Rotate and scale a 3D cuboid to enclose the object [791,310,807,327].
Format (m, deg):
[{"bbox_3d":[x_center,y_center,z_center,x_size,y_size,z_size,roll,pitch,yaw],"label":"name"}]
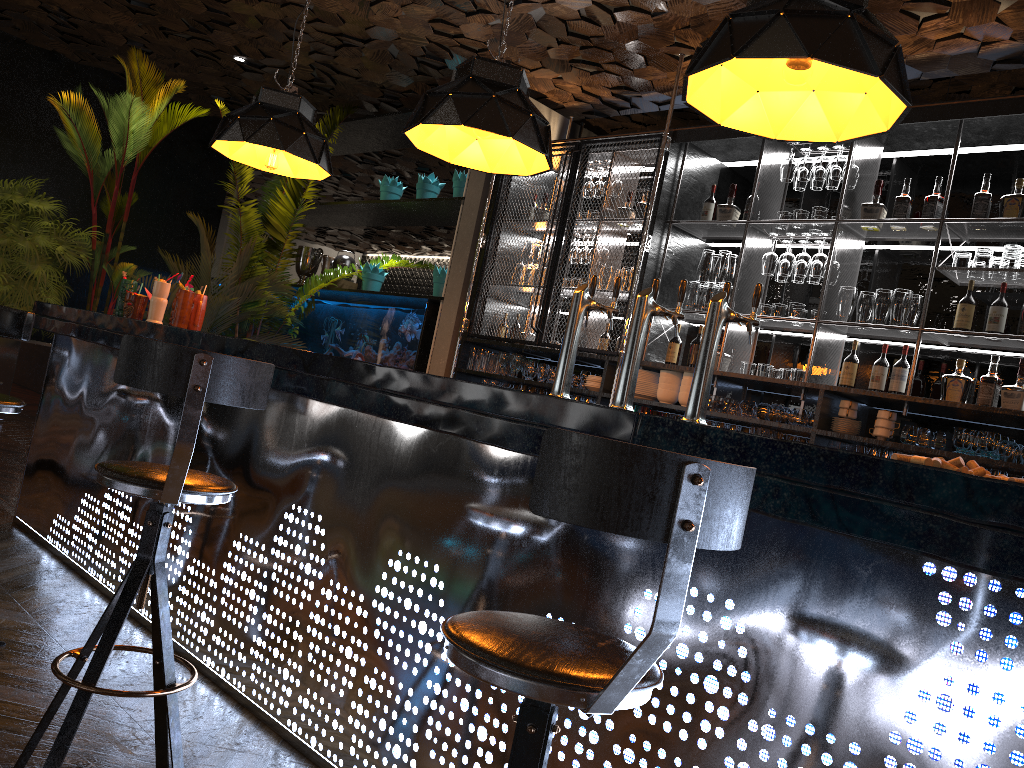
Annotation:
[{"bbox_3d":[1.695,-0.393,5.252,0.089,0.092,0.089,12,-2,-13],"label":"object"}]

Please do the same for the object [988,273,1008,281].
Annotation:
[{"bbox_3d":[2.490,-0.580,4.532,0.089,0.092,0.089,12,-2,-19],"label":"object"}]

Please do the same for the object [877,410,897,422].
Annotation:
[{"bbox_3d":[1.930,0.174,4.575,0.094,0.068,0.106,10,-2,45],"label":"object"}]

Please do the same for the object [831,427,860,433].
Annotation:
[{"bbox_3d":[1.779,0.253,4.738,0.149,0.023,0.149,11,-2,14],"label":"object"}]

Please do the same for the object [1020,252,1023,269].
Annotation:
[{"bbox_3d":[2.590,-0.610,4.476,0.089,0.092,0.089,12,-2,-19],"label":"object"}]

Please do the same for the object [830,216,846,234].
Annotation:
[{"bbox_3d":[1.916,-0.930,5.211,0.089,0.092,0.089,11,-2,14],"label":"object"}]

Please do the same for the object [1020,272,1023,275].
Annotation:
[{"bbox_3d":[2.585,-0.585,4.475,0.089,0.092,0.089,12,-2,-19],"label":"object"}]

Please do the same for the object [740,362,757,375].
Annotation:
[{"bbox_3d":[1.402,-0.079,5.278,0.089,0.092,0.089,11,-2,17],"label":"object"}]

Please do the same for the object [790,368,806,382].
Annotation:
[{"bbox_3d":[1.634,-0.037,5.070,0.089,0.092,0.089,13,-2,-34],"label":"object"}]

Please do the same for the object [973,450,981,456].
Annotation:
[{"bbox_3d":[2.333,0.316,4.436,0.100,0.125,0.100,13,-2,-31],"label":"object"}]

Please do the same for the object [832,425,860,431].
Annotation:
[{"bbox_3d":[1.781,0.242,4.738,0.149,0.023,0.149,11,-2,30],"label":"object"}]

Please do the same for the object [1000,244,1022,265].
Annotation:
[{"bbox_3d":[2.475,-0.636,4.390,0.089,0.092,0.089,10,-2,41],"label":"object"}]

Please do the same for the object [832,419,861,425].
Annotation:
[{"bbox_3d":[1.787,0.210,4.739,0.149,0.025,0.149,11,-2,8],"label":"object"}]

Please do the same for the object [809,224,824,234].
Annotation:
[{"bbox_3d":[1.822,-0.947,5.292,0.089,0.092,0.089,13,-2,-34],"label":"object"}]

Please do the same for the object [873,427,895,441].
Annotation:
[{"bbox_3d":[1.920,0.264,4.573,0.106,0.067,0.094,11,-2,34],"label":"object"}]

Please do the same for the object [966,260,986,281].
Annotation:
[{"bbox_3d":[2.423,-0.591,4.619,0.089,0.092,0.089,11,-2,17],"label":"object"}]

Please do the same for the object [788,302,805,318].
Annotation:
[{"bbox_3d":[1.626,-0.412,5.078,0.089,0.092,0.089,11,-2,30],"label":"object"}]

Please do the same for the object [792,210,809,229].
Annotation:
[{"bbox_3d":[1.703,-0.973,5.241,0.089,0.092,0.089,11,-2,14],"label":"object"}]

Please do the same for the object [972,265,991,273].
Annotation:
[{"bbox_3d":[2.359,-0.609,4.444,0.089,0.092,0.089,11,-2,17],"label":"object"}]

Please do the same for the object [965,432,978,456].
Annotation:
[{"bbox_3d":[2.252,0.298,4.351,0.100,0.125,0.100,12,-1,3],"label":"object"}]

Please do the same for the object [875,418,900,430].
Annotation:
[{"bbox_3d":[1.930,0.220,4.579,0.106,0.069,0.094,12,-1,-3],"label":"object"}]

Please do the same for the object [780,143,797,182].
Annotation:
[{"bbox_3d":[1.655,-1.329,5.275,0.092,0.244,0.092,12,-2,6],"label":"object"}]

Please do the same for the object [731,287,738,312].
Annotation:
[{"bbox_3d":[1.381,-0.508,5.615,0.105,0.209,0.105,12,-1,0],"label":"object"}]

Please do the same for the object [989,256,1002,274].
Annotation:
[{"bbox_3d":[2.494,-0.600,4.533,0.089,0.092,0.089,12,-2,-19],"label":"object"}]

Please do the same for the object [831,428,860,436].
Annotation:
[{"bbox_3d":[1.777,0.263,4.738,0.149,0.022,0.149,11,-2,14],"label":"object"}]

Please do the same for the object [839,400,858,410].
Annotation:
[{"bbox_3d":[1.798,0.123,4.746,0.106,0.069,0.094,13,-2,-39],"label":"object"}]

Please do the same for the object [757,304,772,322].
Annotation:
[{"bbox_3d":[1.520,-0.427,5.336,0.089,0.092,0.089,11,-2,24],"label":"object"}]

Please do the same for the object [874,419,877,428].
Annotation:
[{"bbox_3d":[1.958,0.228,4.673,0.094,0.069,0.105,11,-2,22],"label":"object"}]

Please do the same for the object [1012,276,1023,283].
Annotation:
[{"bbox_3d":[2.580,-0.563,4.475,0.089,0.092,0.089,12,-2,-19],"label":"object"}]

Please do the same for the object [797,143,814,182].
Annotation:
[{"bbox_3d":[1.731,-1.315,5.197,0.092,0.244,0.092,12,-2,6],"label":"object"}]

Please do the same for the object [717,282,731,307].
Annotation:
[{"bbox_3d":[1.313,-0.524,5.527,0.105,0.209,0.105,12,-1,0],"label":"object"}]

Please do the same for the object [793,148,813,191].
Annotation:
[{"bbox_3d":[1.769,-1.302,5.391,0.092,0.244,0.092,12,-2,6],"label":"object"}]

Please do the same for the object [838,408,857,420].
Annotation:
[{"bbox_3d":[1.796,0.168,4.737,0.094,0.070,0.107,12,-2,-14],"label":"object"}]

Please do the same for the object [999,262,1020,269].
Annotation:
[{"bbox_3d":[2.470,-0.611,4.390,0.089,0.092,0.089,11,-2,35],"label":"object"}]

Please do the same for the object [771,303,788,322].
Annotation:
[{"bbox_3d":[1.569,-0.420,5.223,0.089,0.092,0.089,11,-2,24],"label":"object"}]

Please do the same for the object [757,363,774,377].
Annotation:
[{"bbox_3d":[1.475,-0.066,5.184,0.089,0.092,0.089,11,-2,9],"label":"object"}]

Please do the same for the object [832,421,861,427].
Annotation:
[{"bbox_3d":[1.786,0.221,4.737,0.148,0.026,0.149,13,-2,-38],"label":"object"}]

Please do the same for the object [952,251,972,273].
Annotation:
[{"bbox_3d":[2.294,-0.621,4.520,0.089,0.092,0.089,12,-2,-19],"label":"object"}]

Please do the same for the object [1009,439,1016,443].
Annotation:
[{"bbox_3d":[2.411,0.330,4.356,0.108,0.126,0.108,11,-2,17],"label":"object"}]

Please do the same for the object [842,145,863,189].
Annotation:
[{"bbox_3d":[1.985,-1.263,5.168,0.092,0.244,0.092,12,-2,6],"label":"object"}]

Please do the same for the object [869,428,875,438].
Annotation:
[{"bbox_3d":[1.946,0.272,4.679,0.106,0.067,0.094,11,-2,8],"label":"object"}]

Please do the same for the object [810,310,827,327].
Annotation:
[{"bbox_3d":[1.783,-0.377,5.172,0.089,0.092,0.089,11,-2,30],"label":"object"}]

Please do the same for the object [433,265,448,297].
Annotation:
[{"bbox_3d":[-0.552,-0.830,7.353,0.265,0.325,0.245,10,-2,39],"label":"object"}]

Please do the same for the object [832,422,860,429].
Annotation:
[{"bbox_3d":[1.783,0.230,4.738,0.149,0.024,0.149,10,-2,45],"label":"object"}]

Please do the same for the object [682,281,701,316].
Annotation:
[{"bbox_3d":[1.159,-0.552,5.702,0.105,0.209,0.105,12,-1,0],"label":"object"}]

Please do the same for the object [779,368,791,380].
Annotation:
[{"bbox_3d":[1.604,-0.040,5.190,0.089,0.092,0.089,13,-2,-34],"label":"object"}]

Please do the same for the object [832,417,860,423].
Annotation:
[{"bbox_3d":[1.788,0.199,4.740,0.148,0.026,0.149,13,-2,-38],"label":"object"}]

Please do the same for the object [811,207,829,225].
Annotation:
[{"bbox_3d":[1.767,-0.963,5.104,0.089,0.092,0.089,11,-2,14],"label":"object"}]

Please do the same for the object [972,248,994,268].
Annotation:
[{"bbox_3d":[2.363,-0.629,4.445,0.089,0.092,0.089,12,-1,-3],"label":"object"}]

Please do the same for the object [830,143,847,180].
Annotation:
[{"bbox_3d":[1.871,-1.290,5.052,0.092,0.244,0.092,12,-2,6],"label":"object"}]

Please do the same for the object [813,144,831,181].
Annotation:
[{"bbox_3d":[1.799,-1.303,5.126,0.092,0.244,0.092,12,-2,6],"label":"object"}]

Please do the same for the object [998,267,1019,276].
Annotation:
[{"bbox_3d":[2.465,-0.589,4.389,0.089,0.092,0.089,11,-2,35],"label":"object"}]

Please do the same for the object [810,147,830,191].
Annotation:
[{"bbox_3d":[1.845,-1.289,5.312,0.092,0.244,0.092,12,-2,6],"label":"object"}]

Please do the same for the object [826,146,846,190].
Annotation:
[{"bbox_3d":[1.914,-1.276,5.242,0.092,0.244,0.092,12,-2,6],"label":"object"}]

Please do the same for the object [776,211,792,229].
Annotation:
[{"bbox_3d":[1.635,-0.984,5.344,0.089,0.092,0.089,11,-2,14],"label":"object"}]

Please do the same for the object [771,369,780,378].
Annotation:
[{"bbox_3d":[1.573,-0.042,5.342,0.089,0.092,0.089,11,-2,17],"label":"object"}]
